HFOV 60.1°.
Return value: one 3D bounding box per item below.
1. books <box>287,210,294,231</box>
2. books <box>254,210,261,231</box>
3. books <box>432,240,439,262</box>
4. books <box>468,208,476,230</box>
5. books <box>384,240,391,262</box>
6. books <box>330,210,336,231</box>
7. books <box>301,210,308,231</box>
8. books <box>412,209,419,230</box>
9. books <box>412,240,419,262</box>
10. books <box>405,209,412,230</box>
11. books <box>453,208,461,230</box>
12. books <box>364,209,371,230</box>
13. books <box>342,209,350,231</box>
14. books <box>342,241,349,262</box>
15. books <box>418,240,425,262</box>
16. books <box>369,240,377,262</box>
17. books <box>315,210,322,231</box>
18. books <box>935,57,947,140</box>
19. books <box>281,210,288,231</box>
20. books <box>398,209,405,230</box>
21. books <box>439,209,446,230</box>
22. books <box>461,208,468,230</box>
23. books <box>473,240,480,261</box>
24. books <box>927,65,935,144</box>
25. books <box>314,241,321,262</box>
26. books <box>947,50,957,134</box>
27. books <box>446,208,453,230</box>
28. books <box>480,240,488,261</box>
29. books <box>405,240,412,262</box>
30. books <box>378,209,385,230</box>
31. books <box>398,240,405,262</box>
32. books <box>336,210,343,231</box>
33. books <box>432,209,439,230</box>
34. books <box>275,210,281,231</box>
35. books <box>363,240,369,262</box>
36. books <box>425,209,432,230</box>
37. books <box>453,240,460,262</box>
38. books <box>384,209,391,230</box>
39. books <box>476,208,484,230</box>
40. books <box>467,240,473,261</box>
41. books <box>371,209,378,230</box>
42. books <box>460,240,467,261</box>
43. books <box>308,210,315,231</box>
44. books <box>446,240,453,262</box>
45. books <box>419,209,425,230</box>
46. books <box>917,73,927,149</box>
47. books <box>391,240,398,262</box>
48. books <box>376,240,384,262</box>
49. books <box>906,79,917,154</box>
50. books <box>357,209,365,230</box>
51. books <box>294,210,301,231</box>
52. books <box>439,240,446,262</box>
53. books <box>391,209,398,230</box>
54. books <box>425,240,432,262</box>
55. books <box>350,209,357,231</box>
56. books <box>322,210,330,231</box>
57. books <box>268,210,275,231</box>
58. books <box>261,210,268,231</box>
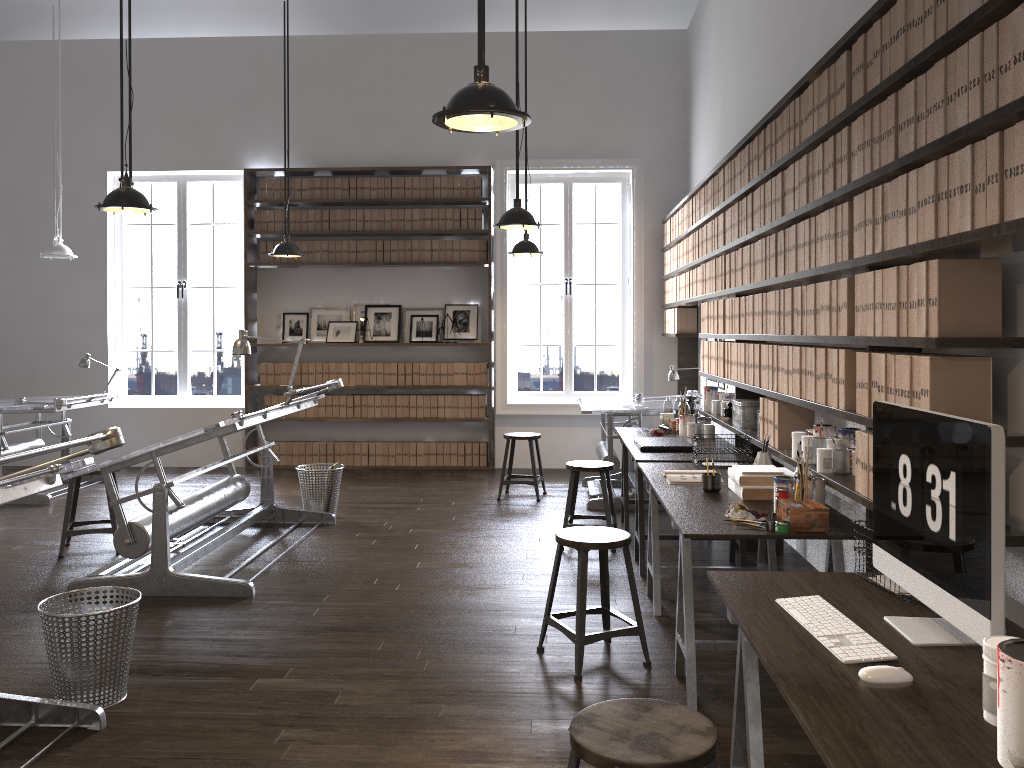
[{"bbox_3d":[-2.219,-1.641,8.980,0.067,0.225,0.175,0,2,3],"label":"books"},{"bbox_3d":[-2.561,-1.642,9.003,0.067,0.225,0.174,0,2,3],"label":"books"},{"bbox_3d":[-0.761,-1.330,8.915,0.067,0.225,0.175,0,2,3],"label":"books"},{"bbox_3d":[-0.400,-1.641,8.901,0.067,0.225,0.175,0,2,3],"label":"books"},{"bbox_3d":[-1.243,-1.330,8.943,0.067,0.225,0.175,0,2,3],"label":"books"},{"bbox_3d":[-1.790,-1.642,8.966,0.067,0.225,0.175,0,2,3],"label":"books"},{"bbox_3d":[-2.081,-1.642,8.979,0.067,0.225,0.174,0,2,3],"label":"books"},{"bbox_3d":[-0.959,-1.641,8.924,0.067,0.225,0.175,0,2,3],"label":"books"},{"bbox_3d":[-0.963,-1.329,8.923,0.067,0.225,0.175,0,2,3],"label":"books"},{"bbox_3d":[-1.031,-1.641,8.926,0.067,0.225,0.175,0,2,3],"label":"books"},{"bbox_3d":[-0.549,-1.641,8.908,0.067,0.225,0.175,0,2,3],"label":"books"},{"bbox_3d":[-1.443,-1.641,8.945,0.067,0.225,0.175,0,2,3],"label":"books"},{"bbox_3d":[-1.662,-1.641,8.953,0.067,0.225,0.175,0,2,3],"label":"books"},{"bbox_3d":[-1.665,-1.330,8.959,0.067,0.225,0.174,0,2,3],"label":"books"},{"bbox_3d":[-0.896,-1.330,8.925,0.067,0.225,0.175,0,2,3],"label":"books"},{"bbox_3d":[-1.392,-1.330,8.950,0.067,0.225,0.175,0,2,3],"label":"books"},{"bbox_3d":[-1.939,-1.642,8.973,0.067,0.225,0.175,0,2,3],"label":"books"},{"bbox_3d":[1.267,-0.782,2.442,0.174,0.226,0.067,0,1,3],"label":"books"},{"bbox_3d":[-2.286,-1.642,8.988,0.067,0.225,0.175,0,2,3],"label":"books"},{"bbox_3d":[-1.101,-1.642,8.933,0.067,0.225,0.175,0,2,3],"label":"books"},{"bbox_3d":[-0.691,-1.641,8.914,0.067,0.225,0.174,0,2,3],"label":"books"},{"bbox_3d":[-0.475,-1.641,8.899,0.067,0.225,0.175,0,2,3],"label":"books"},{"bbox_3d":[-0.350,-1.330,8.899,0.067,0.225,0.175,0,2,3],"label":"books"},{"bbox_3d":[1.276,-0.786,2.509,0.174,0.225,0.067,0,1,3],"label":"books"},{"bbox_3d":[-1.947,-1.330,8.972,0.067,0.225,0.175,0,2,3],"label":"books"},{"bbox_3d":[1.269,-0.778,2.375,0.174,0.225,0.067,0,1,3],"label":"books"},{"bbox_3d":[-0.620,-1.641,8.907,0.067,0.225,0.174,0,2,3],"label":"books"},{"bbox_3d":[-0.280,-1.330,8.897,0.067,0.225,0.175,0,2,3],"label":"books"},{"bbox_3d":[-1.030,-1.330,8.932,0.067,0.225,0.175,0,2,3],"label":"books"},{"bbox_3d":[-1.307,-1.642,8.942,0.067,0.225,0.175,0,2,3],"label":"books"},{"bbox_3d":[-1.101,-1.330,8.936,0.067,0.225,0.174,0,2,3],"label":"books"},{"bbox_3d":[-1.725,-1.642,8.961,0.067,0.225,0.175,0,2,3],"label":"books"},{"bbox_3d":[-0.762,-1.641,8.918,0.067,0.225,0.175,0,2,3],"label":"books"},{"bbox_3d":[-2.349,-1.642,8.989,0.067,0.225,0.175,0,2,3],"label":"books"},{"bbox_3d":[-1.458,-1.330,8.951,0.067,0.225,0.175,0,2,3],"label":"books"},{"bbox_3d":[-0.829,-1.641,8.915,0.067,0.225,0.175,0,2,3],"label":"books"},{"bbox_3d":[-0.552,-1.330,8.907,0.067,0.225,0.174,0,2,3],"label":"books"},{"bbox_3d":[-1.241,-1.641,8.934,0.067,0.225,0.175,0,2,3],"label":"books"},{"bbox_3d":[-0.325,-1.641,8.895,0.067,0.225,0.175,0,2,3],"label":"books"},{"bbox_3d":[-0.413,-1.329,8.897,0.067,0.225,0.175,0,2,3],"label":"books"},{"bbox_3d":[-1.370,-1.641,8.943,0.067,0.225,0.175,0,2,3],"label":"books"},{"bbox_3d":[-0.480,-1.329,8.901,0.067,0.225,0.175,0,2,3],"label":"books"},{"bbox_3d":[-2.010,-1.642,8.972,0.067,0.225,0.174,0,2,3],"label":"books"},{"bbox_3d":[-0.621,-1.330,8.914,0.067,0.225,0.174,0,2,3],"label":"books"},{"bbox_3d":[-0.896,-1.641,8.923,0.067,0.225,0.175,0,2,3],"label":"books"},{"bbox_3d":[1.280,-0.790,2.580,0.174,0.225,0.067,0,1,3],"label":"books"},{"bbox_3d":[-1.172,-1.330,8.935,0.067,0.225,0.174,0,2,3],"label":"books"},{"bbox_3d":[-1.318,-1.330,8.941,0.067,0.225,0.175,0,2,3],"label":"books"},{"bbox_3d":[1.279,-0.794,2.651,0.174,0.225,0.067,0,1,3],"label":"books"},{"bbox_3d":[-1.517,-1.641,8.950,0.067,0.225,0.174,0,2,3],"label":"books"},{"bbox_3d":[-2.152,-1.642,8.983,0.067,0.225,0.175,0,2,3],"label":"books"},{"bbox_3d":[-0.691,-1.330,8.916,0.067,0.225,0.175,0,2,3],"label":"books"},{"bbox_3d":[-1.171,-1.642,8.938,0.067,0.225,0.174,0,2,3],"label":"books"},{"bbox_3d":[-0.834,-1.330,8.920,0.067,0.225,0.175,0,2,3],"label":"books"},{"bbox_3d":[-1.590,-1.641,8.950,0.067,0.225,0.175,0,2,3],"label":"books"},{"bbox_3d":[-1.864,-1.642,8.964,0.067,0.225,0.175,0,2,3],"label":"books"},{"bbox_3d":[-2.421,-1.642,8.990,0.067,0.225,0.175,0,2,3],"label":"books"},{"bbox_3d":[-2.491,-1.642,8.998,0.067,0.225,0.175,0,2,3],"label":"books"}]
